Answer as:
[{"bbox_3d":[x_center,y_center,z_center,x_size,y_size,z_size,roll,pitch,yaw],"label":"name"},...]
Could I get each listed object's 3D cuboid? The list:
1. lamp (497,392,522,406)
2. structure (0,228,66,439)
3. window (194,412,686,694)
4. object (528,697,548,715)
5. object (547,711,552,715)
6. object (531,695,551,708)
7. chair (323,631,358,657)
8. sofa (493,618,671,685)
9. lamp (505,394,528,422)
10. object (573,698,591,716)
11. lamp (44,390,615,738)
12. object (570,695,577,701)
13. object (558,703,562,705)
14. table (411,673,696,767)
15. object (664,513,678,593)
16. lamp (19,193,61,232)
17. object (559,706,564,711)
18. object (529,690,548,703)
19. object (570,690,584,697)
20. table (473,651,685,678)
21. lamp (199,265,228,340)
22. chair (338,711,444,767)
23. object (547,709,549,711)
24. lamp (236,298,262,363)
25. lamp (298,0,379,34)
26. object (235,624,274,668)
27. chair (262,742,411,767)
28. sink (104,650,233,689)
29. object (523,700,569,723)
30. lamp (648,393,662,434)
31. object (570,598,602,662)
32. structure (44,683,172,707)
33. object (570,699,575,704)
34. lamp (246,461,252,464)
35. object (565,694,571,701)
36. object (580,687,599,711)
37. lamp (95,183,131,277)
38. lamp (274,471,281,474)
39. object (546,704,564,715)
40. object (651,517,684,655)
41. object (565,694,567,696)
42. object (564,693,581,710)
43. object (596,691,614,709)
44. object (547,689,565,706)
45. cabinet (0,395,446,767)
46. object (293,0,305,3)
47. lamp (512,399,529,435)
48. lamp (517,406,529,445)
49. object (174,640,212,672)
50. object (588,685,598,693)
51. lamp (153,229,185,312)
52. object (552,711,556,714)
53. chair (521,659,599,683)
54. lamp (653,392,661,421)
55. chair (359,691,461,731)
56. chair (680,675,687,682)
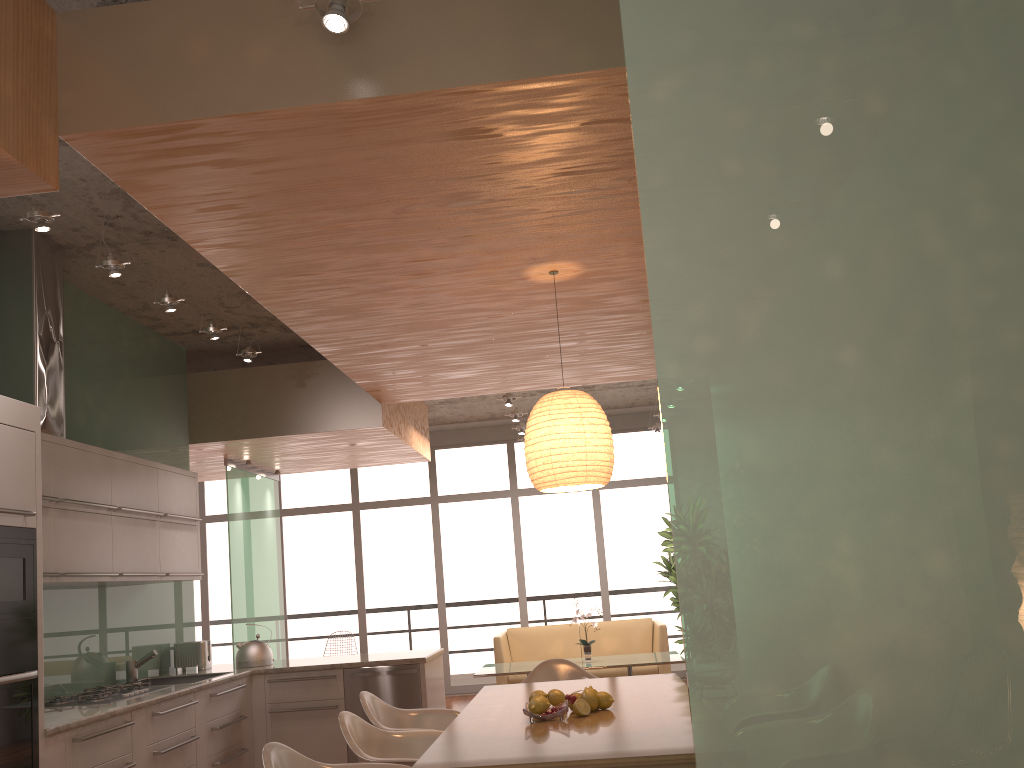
[{"bbox_3d":[-0.039,-0.038,7.985,0.198,0.477,0.136,0,-9,-28],"label":"lamp"},{"bbox_3d":[-2.592,-0.240,4.724,0.255,1.119,0.265,-5,-7,4],"label":"structure"},{"bbox_3d":[-1.939,2.328,11.187,8.570,3.240,0.063,-5,-7,5],"label":"window"},{"bbox_3d":[0.103,1.276,3.490,0.082,0.070,0.081,-1,-11,-19],"label":"object"},{"bbox_3d":[0.150,1.303,3.479,0.026,0.025,0.026,-10,-11,28],"label":"object"},{"bbox_3d":[0.116,1.332,3.669,0.081,0.071,0.084,-3,-10,-7],"label":"object"},{"bbox_3d":[-2.094,3.436,10.594,0.544,0.889,0.568,-5,-9,4],"label":"chair"},{"bbox_3d":[0.751,2.986,9.415,1.803,0.827,0.891,-5,-10,4],"label":"sofa"},{"bbox_3d":[0.028,0.136,8.797,0.198,0.477,0.136,0,-9,-28],"label":"lamp"},{"bbox_3d":[0.273,1.286,3.509,0.064,0.068,0.074,-13,-13,41],"label":"object"},{"bbox_3d":[-1.005,1.069,5.232,3.220,1.330,3.111,-5,-12,4],"label":"lamp"},{"bbox_3d":[0.250,1.281,3.599,0.024,0.026,0.026,-2,-10,-15],"label":"object"},{"bbox_3d":[0.206,1.361,3.727,0.026,0.026,0.024,-5,-10,4],"label":"object"},{"bbox_3d":[0.307,1.760,3.657,1.027,0.798,2.102,-5,-12,4],"label":"table"},{"bbox_3d":[2.193,2.242,9.432,0.972,2.078,1.089,-7,-9,17],"label":"object"},{"bbox_3d":[-1.951,-0.860,3.646,0.152,0.464,0.104,0,-8,-28],"label":"lamp"},{"bbox_3d":[0.199,1.286,3.487,0.026,0.026,0.023,-7,-10,17],"label":"object"},{"bbox_3d":[0.112,1.366,3.823,0.078,0.076,0.081,-3,-10,-10],"label":"object"},{"bbox_3d":[0.269,1.280,3.647,0.070,0.021,0.065,4,-15,-35],"label":"object"},{"bbox_3d":[0.646,2.850,8.132,1.873,0.552,0.953,-5,-11,4],"label":"table"},{"bbox_3d":[-1.811,-0.498,5.331,0.152,0.464,0.104,0,-8,-28],"label":"lamp"},{"bbox_3d":[-0.387,1.808,3.740,0.642,0.850,0.694,-4,-9,-1],"label":"chair"},{"bbox_3d":[0.134,1.310,3.531,0.024,0.026,0.026,1,-12,-31],"label":"object"},{"bbox_3d":[-1.764,-0.377,5.893,0.152,0.464,0.104,0,-8,-28],"label":"lamp"},{"bbox_3d":[-0.497,-1.222,2.475,0.198,0.477,0.136,0,-9,-28],"label":"lamp"},{"bbox_3d":[-1.852,1.869,6.327,0.264,0.301,0.264,-8,-10,20],"label":"object"},{"bbox_3d":[-0.518,1.662,3.061,0.642,0.837,0.694,-4,-9,-1],"label":"chair"},{"bbox_3d":[-2.188,1.884,5.636,0.617,0.377,0.652,-5,-11,4],"label":"sink"},{"bbox_3d":[0.137,1.296,3.491,0.174,0.060,0.176,-5,-12,4],"label":"object"},{"bbox_3d":[1.684,0.340,10.297,0.198,0.477,0.136,0,-9,-28],"label":"lamp"},{"bbox_3d":[0.683,2.273,8.169,0.298,0.582,0.376,-4,-9,-2],"label":"object"},{"bbox_3d":[-2.274,1.721,4.907,0.489,0.038,0.686,-5,-12,4],"label":"structure"},{"bbox_3d":[0.249,1.297,3.610,0.024,0.026,0.026,-2,-10,-15],"label":"object"},{"bbox_3d":[-2.409,0.505,8.053,0.102,0.464,0.155,-1,-8,-23],"label":"lamp"},{"bbox_3d":[0.230,1.289,3.629,0.026,0.026,0.024,-12,-12,36],"label":"object"},{"bbox_3d":[0.316,1.288,3.606,0.074,0.093,0.076,-6,-9,12],"label":"object"},{"bbox_3d":[-1.904,-0.739,4.206,0.152,0.464,0.104,0,-8,-28],"label":"lamp"},{"bbox_3d":[-2.347,0.667,8.807,0.102,0.464,0.155,-1,-8,-23],"label":"lamp"},{"bbox_3d":[0.174,1.302,3.518,0.093,0.042,0.077,5,-15,-39],"label":"object"},{"bbox_3d":[2.234,2.387,10.102,1.088,2.078,0.972,-8,-9,22],"label":"object"},{"bbox_3d":[0.231,1.298,3.657,0.025,0.026,0.026,1,-11,-28],"label":"object"},{"bbox_3d":[0.272,1.320,3.661,0.083,0.073,0.080,2,-12,-32],"label":"object"},{"bbox_3d":[0.375,1.307,3.645,0.081,0.071,0.084,-3,-10,-7],"label":"object"},{"bbox_3d":[0.194,1.354,3.802,0.078,0.077,0.082,-1,-11,-21],"label":"object"},{"bbox_3d":[-1.670,1.391,4.643,1.916,2.244,4.304,-5,-11,4],"label":"cabinet"},{"bbox_3d":[-0.864,-1.662,0.427,0.135,0.110,4.545,-5,-12,4],"label":"object"},{"bbox_3d":[0.096,0.310,9.608,0.198,0.477,0.136,0,-9,-28],"label":"lamp"},{"bbox_3d":[0.163,0.485,10.419,0.198,0.477,0.136,0,-9,-28],"label":"lamp"},{"bbox_3d":[-2.293,1.962,6.365,0.237,0.199,0.155,-5,-9,4],"label":"object"},{"bbox_3d":[0.333,1.314,3.695,0.073,0.099,0.074,-12,-12,39],"label":"object"},{"bbox_3d":[-1.858,-0.618,4.768,0.152,0.464,0.104,0,-8,-28],"label":"lamp"},{"bbox_3d":[0.167,1.298,3.463,0.025,0.026,0.026,-11,-12,33],"label":"object"},{"bbox_3d":[0.332,2.060,5.130,0.682,0.850,0.653,-3,-9,-11],"label":"chair"},{"bbox_3d":[1.617,0.166,9.486,0.198,0.477,0.136,0,-9,-28],"label":"lamp"},{"bbox_3d":[-0.420,1.967,4.447,0.642,0.850,0.694,-4,-9,-1],"label":"chair"},{"bbox_3d":[1.667,2.397,7.212,0.565,0.889,0.546,-8,-9,24],"label":"chair"}]
